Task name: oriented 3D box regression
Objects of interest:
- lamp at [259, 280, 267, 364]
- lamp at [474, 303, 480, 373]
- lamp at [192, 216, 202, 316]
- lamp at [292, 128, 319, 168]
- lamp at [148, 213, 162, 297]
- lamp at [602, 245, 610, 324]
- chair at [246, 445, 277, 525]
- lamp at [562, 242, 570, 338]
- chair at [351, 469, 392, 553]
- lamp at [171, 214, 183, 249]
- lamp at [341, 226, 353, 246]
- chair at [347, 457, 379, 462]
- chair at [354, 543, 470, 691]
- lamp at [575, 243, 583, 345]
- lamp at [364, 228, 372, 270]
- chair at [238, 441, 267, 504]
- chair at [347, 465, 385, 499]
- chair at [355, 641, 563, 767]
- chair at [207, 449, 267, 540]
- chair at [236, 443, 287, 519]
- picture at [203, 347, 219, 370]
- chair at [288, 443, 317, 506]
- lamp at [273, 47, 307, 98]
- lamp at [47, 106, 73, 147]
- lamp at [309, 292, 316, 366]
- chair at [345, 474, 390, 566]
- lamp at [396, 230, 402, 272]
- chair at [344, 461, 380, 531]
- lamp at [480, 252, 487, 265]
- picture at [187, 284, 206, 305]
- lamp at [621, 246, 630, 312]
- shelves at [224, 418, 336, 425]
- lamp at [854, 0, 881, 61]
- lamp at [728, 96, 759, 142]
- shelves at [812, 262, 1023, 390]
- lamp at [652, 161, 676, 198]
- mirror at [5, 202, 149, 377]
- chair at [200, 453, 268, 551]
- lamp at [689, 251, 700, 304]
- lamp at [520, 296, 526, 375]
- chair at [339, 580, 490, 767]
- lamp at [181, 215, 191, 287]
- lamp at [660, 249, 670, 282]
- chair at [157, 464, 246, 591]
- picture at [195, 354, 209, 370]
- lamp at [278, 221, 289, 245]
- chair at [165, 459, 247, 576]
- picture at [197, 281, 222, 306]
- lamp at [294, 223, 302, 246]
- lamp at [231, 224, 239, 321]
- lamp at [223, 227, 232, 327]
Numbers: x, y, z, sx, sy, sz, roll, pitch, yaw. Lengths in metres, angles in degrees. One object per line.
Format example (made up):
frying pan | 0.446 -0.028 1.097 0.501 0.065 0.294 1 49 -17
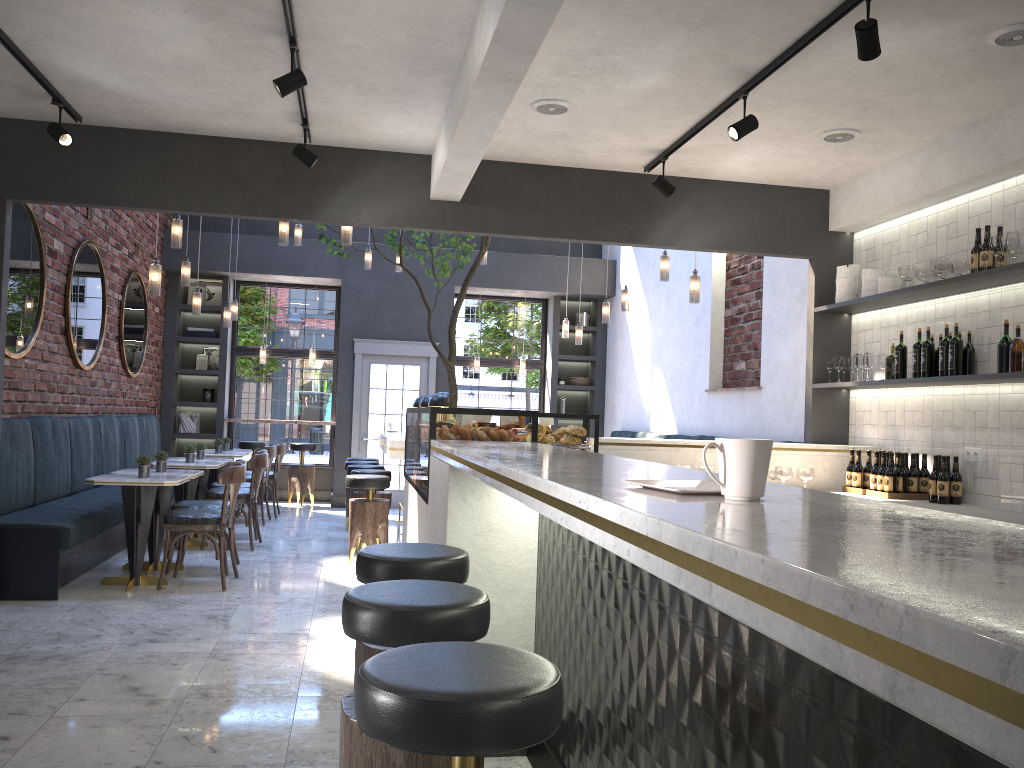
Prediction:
lamp | -3.348 -0.991 12.008 0.078 1.428 0.078 1 -2 20
lamp | -0.473 -0.871 12.530 0.078 1.428 0.078 1 -2 42
lamp | -2.998 -2.720 8.682 0.078 4.104 0.078 2 -2 -3
lamp | -1.236 -1.413 5.312 0.157 0.238 0.087 3 -2 -16
lamp | -2.427 -2.666 6.252 0.078 4.104 0.078 3 -2 -25
lamp | 1.064 -2.695 9.453 0.078 4.104 0.078 1 -2 42
chair | -2.891 1.102 9.810 0.521 0.851 0.538 2 -2 -9
lamp | 0.745 -2.629 11.199 0.078 4.104 0.078 3 -2 -25
chair | -1.290 1.153 8.052 0.372 0.737 0.371 1 -2 17
lamp | -2.534 -3.108 6.939 0.078 4.104 0.078 3 -2 -25
lamp | -1.131 -3.062 6.498 0.078 4.104 0.078 1 -2 20
chair | -1.711 1.214 10.112 0.372 0.737 0.371 1 -2 33
chair | -0.339 0.954 2.902 0.370 0.821 0.372 1 -2 42
lamp | 0.860 -2.516 10.541 0.078 4.104 0.078 3 -2 -25
lamp | -1.561 -3.353 10.103 0.078 4.104 0.078 3 -2 -25
chair | -3.434 1.170 11.700 0.372 0.821 0.371 0 -2 42
chair | -1.449 1.172 8.734 0.372 0.737 0.371 1 -2 33
chair | -0.106 0.913 1.581 0.372 0.821 0.371 1 -2 33
chair | -2.681 1.067 8.681 0.521 0.851 0.538 3 -2 -17
chair | -2.928 1.122 10.392 0.521 0.851 0.497 2 -2 -11
picture | -4.073 -0.335 12.055 0.247 0.326 0.044 2 -2 -10
chair | -2.794 1.196 11.793 0.370 0.821 0.372 0 -2 42
lamp | -1.033 -1.450 4.134 0.157 0.238 0.087 3 -2 -16
lamp | -2.579 -1.468 5.065 0.157 0.235 0.087 1 -2 31
lamp | -2.702 -0.964 12.125 0.078 1.428 0.078 1 -2 42
chair | -1.206 1.130 7.352 0.372 0.737 0.371 1 -2 33
lamp | -1.296 -3.410 10.791 0.078 4.104 0.078 3 -2 -25
chair | -1.603 1.192 9.410 0.370 0.737 0.372 3 -2 -20
lamp | -0.261 -3.449 10.398 0.078 4.104 0.078 3 -2 -25
picture | -4.264 -1.194 11.994 0.230 0.313 0.061 2 -2 -10
lamp | 1.187 -2.763 8.793 0.078 4.104 0.078 1 -2 42
shelves | -1.672 0.573 12.286 4.403 0.043 0.384 2 -2 -10
lamp | 1.391 -1.388 3.462 0.087 0.235 0.157 1 -2 29
lamp | 1.183 -1.355 4.537 0.157 0.235 0.087 3 -2 -16
shelves | 2.646 -0.308 4.662 0.300 0.580 3.601 2 -2 -10
lamp | 0.980 -1.319 5.715 0.157 0.235 0.087 3 -2 -16
mirror | -3.889 -0.882 8.159 0.036 1.510 4.774 2 -2 -10
chair | -2.506 1.051 8.071 0.521 0.851 0.538 2 -2 -9
lamp | 1.505 -2.687 7.024 0.078 4.104 0.078 3 -2 -25
lamp | 0.173 -0.844 12.648 0.078 1.428 0.078 1 -2 20
chair | -0.252 0.931 2.221 0.370 0.821 0.372 2 -2 -1
lamp | -2.875 -2.933 8.054 0.078 4.104 0.078 2 -2 -3
lamp | 1.389 -2.941 7.720 0.078 4.104 0.078 3 -2 -25
chair | -2.186 0.998 6.320 0.521 0.851 0.538 2 -2 -9
picture | -4.197 -0.291 12.006 0.161 0.227 0.049 2 -2 -10
lamp | -1.785 -3.183 7.261 0.078 4.104 0.078 1 -2 20
chair | -2.349 1.012 6.878 0.521 0.851 0.538 2 -2 -9
picture | -4.107 -1.212 12.058 0.361 0.369 0.055 2 -2 -10
lamp | -2.233 -3.543 9.599 0.078 4.104 0.078 3 -2 -25
lamp | -3.181 -2.795 10.433 0.078 4.104 0.078 3 -2 -25
lamp | -3.082 -2.679 9.866 0.078 4.104 0.078 3 -2 -25
